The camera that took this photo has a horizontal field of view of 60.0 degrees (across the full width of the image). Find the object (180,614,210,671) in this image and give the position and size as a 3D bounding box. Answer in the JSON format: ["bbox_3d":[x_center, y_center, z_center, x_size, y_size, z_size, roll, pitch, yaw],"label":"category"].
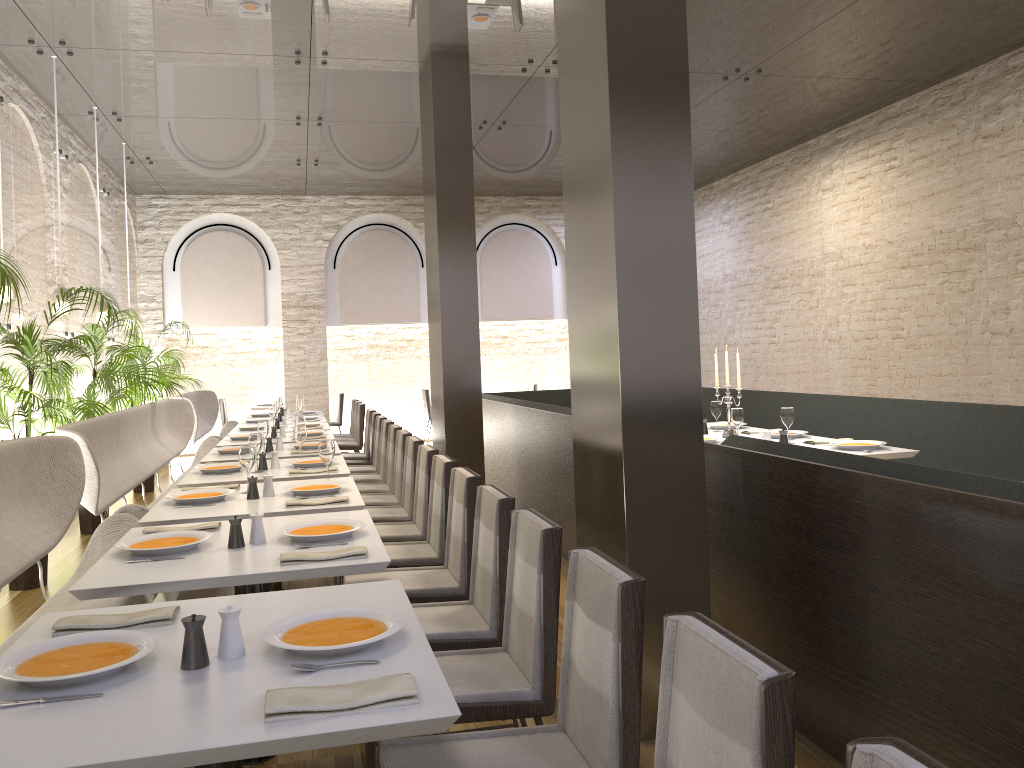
[{"bbox_3d":[-0.674,0.543,1.880,0.059,0.109,0.059,-2,0,-22],"label":"object"}]

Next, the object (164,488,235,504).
[{"bbox_3d":[-1.480,0.538,4.207,0.321,0.036,0.322,-1,2,22],"label":"object"}]

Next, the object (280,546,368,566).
[{"bbox_3d":[-0.611,0.554,2.879,0.273,0.033,0.142,-3,2,-13],"label":"object"}]

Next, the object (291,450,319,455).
[{"bbox_3d":[-1.416,0.476,6.241,0.273,0.033,0.142,-3,2,-13],"label":"object"}]

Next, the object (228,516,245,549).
[{"bbox_3d":[-0.965,0.515,3.097,0.059,0.109,0.059,-2,0,-22],"label":"object"}]

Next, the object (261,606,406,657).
[{"bbox_3d":[-0.403,0.567,2.012,0.322,0.036,0.321,-4,2,-35],"label":"object"}]

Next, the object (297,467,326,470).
[{"bbox_3d":[-1.190,0.500,5.283,0.181,0.015,0.038,-3,2,-12],"label":"object"}]

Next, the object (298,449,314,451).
[{"bbox_3d":[-1.460,0.473,6.412,0.181,0.015,0.038,-3,2,-12],"label":"object"}]

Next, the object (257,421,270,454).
[{"bbox_3d":[-1.772,0.381,6.330,0.086,0.231,0.086,-2,0,29],"label":"object"}]

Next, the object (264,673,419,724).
[{"bbox_3d":[-0.320,0.583,1.662,0.273,0.033,0.142,-3,2,-13],"label":"object"}]

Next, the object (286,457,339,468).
[{"bbox_3d":[-1.228,0.487,5.462,0.322,0.036,0.321,-3,2,-31],"label":"object"}]

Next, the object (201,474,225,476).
[{"bbox_3d":[-1.712,0.526,5.159,0.185,0.010,0.017,-3,1,-13],"label":"object"}]

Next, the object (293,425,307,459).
[{"bbox_3d":[-1.366,0.385,5.726,0.086,0.231,0.086,-2,0,-7],"label":"object"}]

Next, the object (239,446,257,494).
[{"bbox_3d":[-1.313,0.426,4.410,0.086,0.231,0.086,-2,0,29],"label":"object"}]

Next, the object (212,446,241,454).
[{"bbox_3d":[-2.021,0.485,6.468,0.322,0.036,0.321,-4,2,-35],"label":"object"}]

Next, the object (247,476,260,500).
[{"bbox_3d":[-1.229,0.489,4.198,0.059,0.109,0.059,-2,0,-5],"label":"object"}]

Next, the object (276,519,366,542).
[{"bbox_3d":[-0.694,0.539,3.229,0.322,0.036,0.321,-4,2,-35],"label":"object"}]

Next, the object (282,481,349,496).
[{"bbox_3d":[-0.957,0.514,4.331,0.321,0.036,0.322,-1,2,22],"label":"object"}]

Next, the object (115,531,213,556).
[{"bbox_3d":[-1.217,0.563,3.105,0.322,0.036,0.321,-4,2,-35],"label":"object"}]

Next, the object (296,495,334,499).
[{"bbox_3d":[-0.919,0.526,4.151,0.181,0.015,0.038,-3,2,-12],"label":"object"}]

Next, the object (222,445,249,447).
[{"bbox_3d":[-2.083,0.484,6.805,0.273,0.033,0.142,-3,2,-13],"label":"object"}]

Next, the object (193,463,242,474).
[{"bbox_3d":[-1.751,0.512,5.339,0.322,0.036,0.321,-3,2,-31],"label":"object"}]

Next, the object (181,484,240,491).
[{"bbox_3d":[-1.542,0.536,4.544,0.273,0.033,0.142,-3,2,-13],"label":"object"}]

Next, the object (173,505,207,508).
[{"bbox_3d":[-1.441,0.553,4.027,0.185,0.010,0.017,-3,1,-13],"label":"object"}]

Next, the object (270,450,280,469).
[{"bbox_3d":[-1.442,0.459,5.391,0.059,0.109,0.059,-2,0,-22],"label":"object"}]

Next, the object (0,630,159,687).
[{"bbox_3d":[-0.926,0.592,1.889,0.322,0.036,0.321,-4,2,-35],"label":"object"}]

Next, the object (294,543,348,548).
[{"bbox_3d":[-0.656,0.551,3.049,0.181,0.015,0.038,-3,2,-12],"label":"object"}]

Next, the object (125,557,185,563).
[{"bbox_3d":[-1.178,0.578,2.926,0.185,0.010,0.017,-3,1,-13],"label":"object"}]

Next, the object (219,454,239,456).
[{"bbox_3d":[-1.982,0.500,6.289,0.185,0.010,0.017,-3,1,-13],"label":"object"}]

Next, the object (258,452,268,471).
[{"bbox_3d":[-1.499,0.463,5.330,0.059,0.109,0.059,-2,0,-22],"label":"object"}]

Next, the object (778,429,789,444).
[{"bbox_3d":[1.650,0.337,5.382,0.068,0.127,0.069,-2,0,18],"label":"object"}]

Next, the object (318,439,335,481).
[{"bbox_3d":[-0.960,0.406,4.602,0.086,0.231,0.086,-2,0,29],"label":"object"}]

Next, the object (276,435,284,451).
[{"bbox_3d":[-1.712,0.433,6.520,0.059,0.109,0.059,-2,0,-22],"label":"object"}]

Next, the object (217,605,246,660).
[{"bbox_3d":[-0.616,0.539,1.941,0.059,0.109,0.059,-2,0,-22],"label":"object"}]

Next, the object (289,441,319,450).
[{"bbox_3d":[-1.498,0.461,6.592,0.322,0.036,0.321,-4,2,-35],"label":"object"}]

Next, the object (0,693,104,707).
[{"bbox_3d":[-0.887,0.606,1.709,0.185,0.010,0.017,-3,1,-13],"label":"object"}]

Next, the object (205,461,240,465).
[{"bbox_3d":[-1.813,0.510,5.675,0.273,0.033,0.142,-3,2,-13],"label":"object"}]

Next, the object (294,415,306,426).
[{"bbox_3d":[-1.630,0.360,6.830,0.086,0.231,0.086,-2,0,29],"label":"object"}]

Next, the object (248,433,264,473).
[{"bbox_3d":[-1.508,0.407,5.226,0.086,0.231,0.086,-2,0,34],"label":"object"}]

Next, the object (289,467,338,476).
[{"bbox_3d":[-1.145,0.503,5.112,0.273,0.033,0.142,-3,2,-13],"label":"object"}]

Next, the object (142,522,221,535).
[{"bbox_3d":[-1.278,0.562,3.442,0.273,0.033,0.142,-3,2,-13],"label":"object"}]

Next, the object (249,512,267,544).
[{"bbox_3d":[-0.907,0.511,3.158,0.059,0.109,0.059,-2,0,-22],"label":"object"}]

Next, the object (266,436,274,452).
[{"bbox_3d":[-1.769,0.437,6.460,0.059,0.109,0.059,-2,0,-22],"label":"object"}]

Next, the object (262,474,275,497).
[{"bbox_3d":[-1.171,0.485,4.259,0.059,0.109,0.059,-2,0,-5],"label":"object"}]

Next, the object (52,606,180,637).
[{"bbox_3d":[-0.987,0.590,2.225,0.273,0.033,0.142,-3,2,-13],"label":"object"}]

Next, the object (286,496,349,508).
[{"bbox_3d":[-0.875,0.529,3.980,0.273,0.033,0.142,-3,2,-13],"label":"object"}]

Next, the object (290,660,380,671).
[{"bbox_3d":[-0.365,0.580,1.833,0.181,0.015,0.038,-3,2,-12],"label":"object"}]
